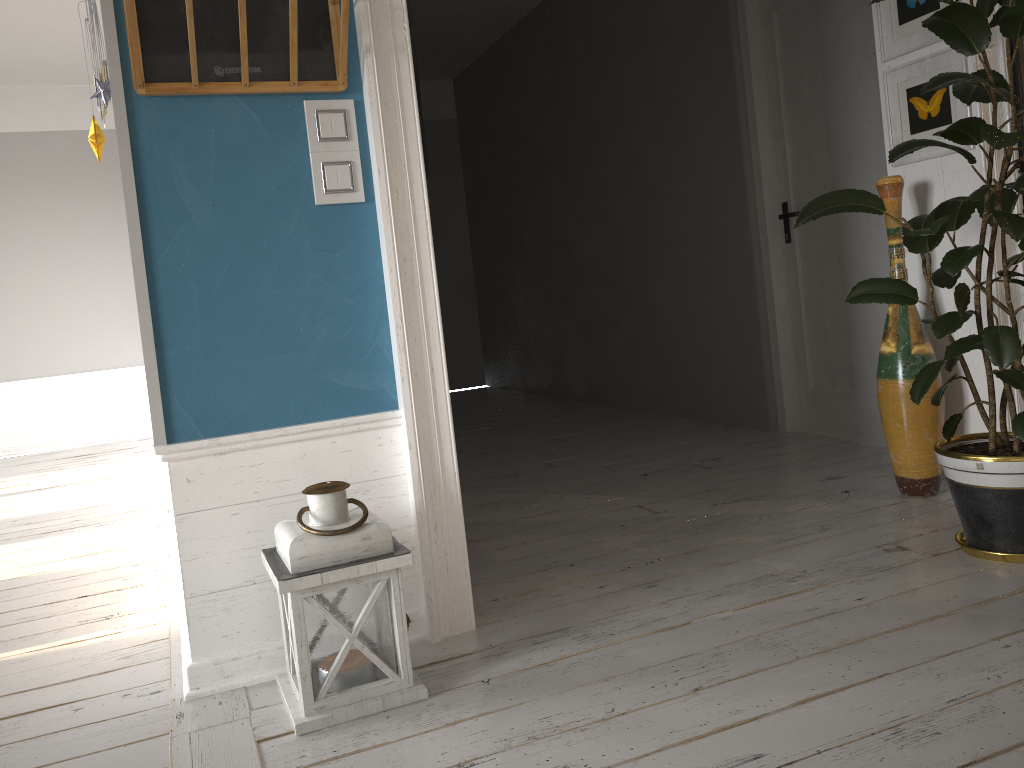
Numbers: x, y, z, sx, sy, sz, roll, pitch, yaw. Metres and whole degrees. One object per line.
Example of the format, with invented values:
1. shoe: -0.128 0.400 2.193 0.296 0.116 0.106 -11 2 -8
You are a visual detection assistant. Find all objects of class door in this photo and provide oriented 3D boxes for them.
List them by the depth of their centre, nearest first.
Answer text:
1. door: 1.538 -0.881 4.117 0.178 2.300 1.037 -7 3 -21

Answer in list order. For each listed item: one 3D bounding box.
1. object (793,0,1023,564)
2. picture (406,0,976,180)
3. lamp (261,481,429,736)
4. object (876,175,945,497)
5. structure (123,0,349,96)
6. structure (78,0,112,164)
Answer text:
1. object: 2.018 -0.363 1.004 1.014 1.788 3.900 -7 5 -21
2. picture: 0.566 -1.047 2.797 1.951 0.751 0.359 -8 3 -21
3. lamp: -0.392 0.459 1.993 0.287 0.476 0.287 -7 3 -22
4. object: 1.381 -0.168 3.113 0.216 1.121 0.215 -7 2 -27
5. structure: -0.651 -1.077 2.035 0.496 0.773 0.185 -7 2 -21
6. structure: -1.055 -0.784 2.252 0.078 0.446 0.134 -7 2 -33
